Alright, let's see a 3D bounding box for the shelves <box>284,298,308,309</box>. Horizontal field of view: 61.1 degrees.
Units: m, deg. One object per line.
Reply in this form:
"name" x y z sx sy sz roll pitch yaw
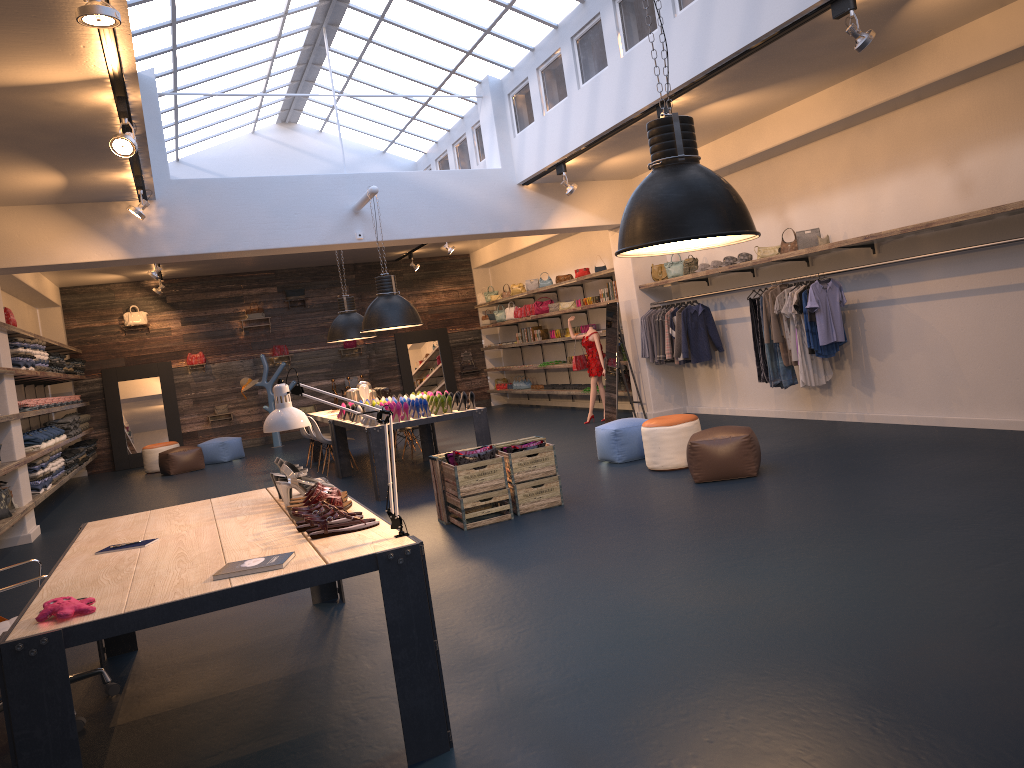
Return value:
"shelves" -4.450 -1.655 17.942 0.484 0.179 0.228 -9 2 -26

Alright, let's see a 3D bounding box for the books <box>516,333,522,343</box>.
"books" 0.223 -0.959 17.926 0.192 0.210 0.297 -8 2 -22

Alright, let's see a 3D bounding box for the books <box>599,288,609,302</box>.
"books" 1.555 -1.436 13.983 0.192 0.210 0.297 -8 2 -22

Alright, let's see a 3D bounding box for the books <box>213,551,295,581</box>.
"books" -0.891 0.630 3.013 0.233 0.017 0.174 -8 3 -7

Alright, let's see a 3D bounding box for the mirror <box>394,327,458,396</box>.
"mirror" -1.854 -0.236 19.149 1.240 1.917 0.248 -8 1 -26

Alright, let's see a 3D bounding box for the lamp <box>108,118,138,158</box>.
"lamp" -2.789 -1.788 6.302 0.167 0.315 0.269 -7 1 31

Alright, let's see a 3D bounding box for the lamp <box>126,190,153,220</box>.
"lamp" -3.716 -1.770 8.649 0.166 0.327 0.260 -7 1 36

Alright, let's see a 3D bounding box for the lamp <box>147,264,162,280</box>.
"lamp" -5.543 -1.757 13.466 0.229 0.327 0.190 -7 1 19

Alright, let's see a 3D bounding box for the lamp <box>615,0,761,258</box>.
"lamp" 0.713 -1.465 4.108 0.644 1.646 0.756 -7 1 35

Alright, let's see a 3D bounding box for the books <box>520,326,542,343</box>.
"books" 0.404 -1.004 17.525 0.256 0.288 0.595 -8 2 -23

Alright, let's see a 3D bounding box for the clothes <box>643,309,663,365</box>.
"clothes" 2.104 -0.683 12.603 0.581 0.814 0.113 -8 1 -27

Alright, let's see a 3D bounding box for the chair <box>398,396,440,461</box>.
"chair" -1.275 0.601 11.956 0.588 0.801 0.429 -8 1 -31

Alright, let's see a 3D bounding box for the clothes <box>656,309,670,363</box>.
"clothes" 2.279 -0.688 12.218 0.702 0.754 0.120 -8 1 -25

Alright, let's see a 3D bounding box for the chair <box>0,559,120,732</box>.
"chair" -2.175 1.098 3.866 0.729 0.836 0.635 -9 2 -44

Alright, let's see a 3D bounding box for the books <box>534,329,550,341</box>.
"books" 0.584 -0.966 17.099 0.194 0.213 0.307 -8 2 -23

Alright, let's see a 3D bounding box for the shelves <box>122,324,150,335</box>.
"shelves" -7.154 -1.040 16.550 0.484 0.157 0.228 -9 2 -26

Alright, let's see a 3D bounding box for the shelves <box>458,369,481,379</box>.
"shelves" -0.945 -0.221 19.599 0.484 0.157 0.228 -9 2 -26

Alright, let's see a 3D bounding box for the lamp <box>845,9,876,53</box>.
"lamp" 2.454 -2.486 6.155 0.229 0.327 0.190 -7 1 19

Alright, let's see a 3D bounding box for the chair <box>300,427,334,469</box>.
"chair" -2.838 0.782 12.585 0.584 0.801 0.433 -8 1 -25

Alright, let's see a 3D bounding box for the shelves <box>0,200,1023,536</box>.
"shelves" -1.516 -0.106 10.531 9.245 2.228 15.704 -9 3 -22

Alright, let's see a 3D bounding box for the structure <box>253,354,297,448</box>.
"structure" -4.606 0.311 16.753 0.968 1.807 0.172 -8 0 -1

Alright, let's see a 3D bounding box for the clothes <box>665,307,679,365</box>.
"clothes" 2.370 -0.687 12.022 0.724 0.796 0.163 -8 1 -27

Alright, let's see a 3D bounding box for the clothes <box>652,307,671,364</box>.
"clothes" 2.237 -0.697 12.356 0.570 0.801 0.175 -8 1 -30

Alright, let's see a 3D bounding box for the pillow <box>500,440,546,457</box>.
"pillow" 0.089 0.642 7.327 0.331 0.319 0.427 -8 2 -23

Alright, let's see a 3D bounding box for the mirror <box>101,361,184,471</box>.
"mirror" -7.001 0.589 16.520 1.240 1.917 0.248 -8 1 -26

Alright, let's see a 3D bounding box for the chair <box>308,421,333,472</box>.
"chair" -2.575 0.774 12.013 0.574 0.801 0.442 -8 1 -17

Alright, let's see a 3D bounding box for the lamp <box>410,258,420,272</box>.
"lamp" -2.014 -2.454 17.960 0.229 0.327 0.190 -7 1 19

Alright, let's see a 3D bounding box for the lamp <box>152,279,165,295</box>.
"lamp" -6.419 -1.750 15.781 0.229 0.327 0.190 -7 1 19

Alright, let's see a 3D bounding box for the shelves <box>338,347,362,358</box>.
"shelves" -3.406 -0.667 18.418 0.530 0.184 0.188 -9 2 -26

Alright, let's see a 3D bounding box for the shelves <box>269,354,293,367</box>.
"shelves" -4.703 -0.472 17.733 0.484 0.210 0.228 -9 2 -26

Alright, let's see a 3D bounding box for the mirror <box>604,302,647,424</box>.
"mirror" 1.553 -0.317 12.789 0.560 1.765 0.470 -8 1 -24

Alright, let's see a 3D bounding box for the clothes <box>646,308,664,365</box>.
"clothes" 2.183 -0.697 12.498 0.570 0.801 0.175 -8 1 -30

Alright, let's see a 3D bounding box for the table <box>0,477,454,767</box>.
"table" -1.259 1.021 3.876 1.321 0.740 2.368 -9 3 -22

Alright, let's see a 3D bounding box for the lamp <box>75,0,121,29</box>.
"lamp" -1.922 -1.764 4.014 0.194 0.376 0.163 -8 1 -35

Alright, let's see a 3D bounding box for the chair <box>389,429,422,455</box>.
"chair" -1.561 0.612 12.518 0.584 0.801 0.433 -8 1 -25

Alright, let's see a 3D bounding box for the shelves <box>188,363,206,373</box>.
"shelves" -6.156 -0.303 16.996 0.326 0.157 0.228 -9 2 -25

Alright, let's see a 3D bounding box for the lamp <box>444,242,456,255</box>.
"lamp" -1.131 -2.460 15.629 0.229 0.327 0.190 -7 1 19

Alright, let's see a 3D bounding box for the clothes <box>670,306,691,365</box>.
"clothes" 2.405 -0.678 11.925 0.605 0.794 0.115 -8 1 -25

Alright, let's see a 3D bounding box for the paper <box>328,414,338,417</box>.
"paper" -2.197 0.380 11.864 0.318 0.014 0.757 -7 3 20

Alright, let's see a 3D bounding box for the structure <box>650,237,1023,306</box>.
"structure" 3.470 -1.176 8.910 0.041 0.039 8.131 -8 3 -21

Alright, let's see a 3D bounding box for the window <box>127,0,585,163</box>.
"window" -0.808 -4.237 7.032 4.629 0.838 17.503 -9 3 -21

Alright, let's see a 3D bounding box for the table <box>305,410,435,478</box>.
"table" -2.061 0.721 12.285 1.321 0.740 2.368 -9 3 -22

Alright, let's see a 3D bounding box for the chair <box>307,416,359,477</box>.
"chair" -2.355 0.773 11.427 0.584 0.801 0.433 -8 1 -25

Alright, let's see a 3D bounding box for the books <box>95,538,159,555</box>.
"books" -1.666 0.698 3.763 0.207 0.018 0.136 -8 3 -4

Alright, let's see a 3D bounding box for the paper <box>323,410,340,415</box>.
"paper" -2.525 0.395 12.478 0.349 0.014 0.690 -8 3 -12

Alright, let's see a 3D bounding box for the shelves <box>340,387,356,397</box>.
"shelves" -3.362 0.172 18.362 0.484 0.183 0.228 -9 2 -26

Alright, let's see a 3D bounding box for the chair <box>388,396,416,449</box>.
"chair" -1.721 0.604 13.130 0.581 0.801 0.435 -8 1 -23

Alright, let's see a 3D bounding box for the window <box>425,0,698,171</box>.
"window" -1.836 -3.295 10.153 4.795 0.652 10.556 -9 3 -22

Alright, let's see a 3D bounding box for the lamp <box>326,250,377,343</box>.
"lamp" -2.386 -1.442 12.296 0.678 1.646 0.722 -8 1 13

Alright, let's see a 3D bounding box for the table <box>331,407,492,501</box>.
"table" -1.215 0.715 10.052 1.321 0.740 2.368 -9 3 -22

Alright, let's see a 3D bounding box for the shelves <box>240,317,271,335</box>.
"shelves" -5.162 -1.159 17.551 0.598 0.317 0.228 -9 2 -26

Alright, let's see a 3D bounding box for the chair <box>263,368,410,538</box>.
"chair" -0.662 0.290 3.312 0.538 0.745 0.171 -8 0 11

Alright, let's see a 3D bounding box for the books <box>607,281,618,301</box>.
"books" 1.736 -1.482 13.582 0.256 0.288 0.595 -8 2 -23

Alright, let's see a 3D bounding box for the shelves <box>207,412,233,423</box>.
"shelves" -5.749 0.665 17.135 0.484 0.143 0.228 -9 2 -26

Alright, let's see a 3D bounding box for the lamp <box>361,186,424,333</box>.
"lamp" -1.484 -1.449 9.917 0.758 1.646 0.642 -8 1 -32

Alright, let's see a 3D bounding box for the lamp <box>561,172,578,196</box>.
"lamp" 0.694 -2.473 10.793 0.239 0.327 0.182 -8 1 3

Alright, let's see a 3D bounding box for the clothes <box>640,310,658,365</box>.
"clothes" 2.082 -0.683 12.662 0.581 0.814 0.113 -8 1 -27

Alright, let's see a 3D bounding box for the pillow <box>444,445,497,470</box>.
"pillow" -0.331 0.679 7.012 0.382 0.349 0.407 -8 2 -24

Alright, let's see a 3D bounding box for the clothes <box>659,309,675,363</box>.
"clothes" 2.311 -0.689 12.132 0.702 0.754 0.120 -8 1 -25
